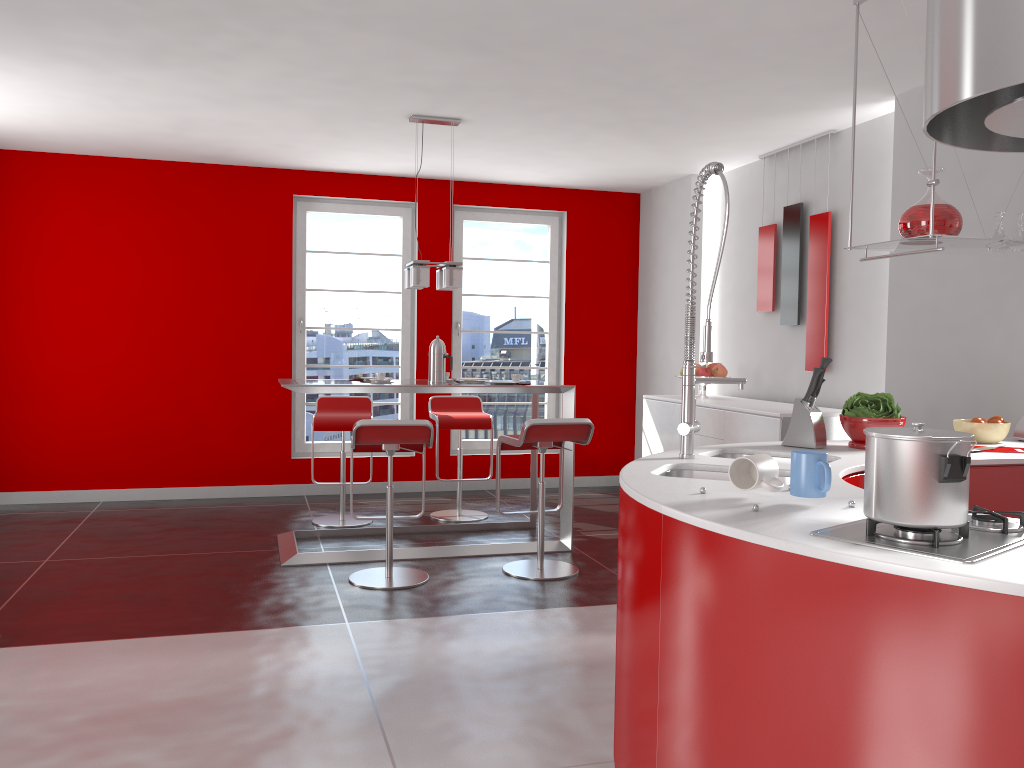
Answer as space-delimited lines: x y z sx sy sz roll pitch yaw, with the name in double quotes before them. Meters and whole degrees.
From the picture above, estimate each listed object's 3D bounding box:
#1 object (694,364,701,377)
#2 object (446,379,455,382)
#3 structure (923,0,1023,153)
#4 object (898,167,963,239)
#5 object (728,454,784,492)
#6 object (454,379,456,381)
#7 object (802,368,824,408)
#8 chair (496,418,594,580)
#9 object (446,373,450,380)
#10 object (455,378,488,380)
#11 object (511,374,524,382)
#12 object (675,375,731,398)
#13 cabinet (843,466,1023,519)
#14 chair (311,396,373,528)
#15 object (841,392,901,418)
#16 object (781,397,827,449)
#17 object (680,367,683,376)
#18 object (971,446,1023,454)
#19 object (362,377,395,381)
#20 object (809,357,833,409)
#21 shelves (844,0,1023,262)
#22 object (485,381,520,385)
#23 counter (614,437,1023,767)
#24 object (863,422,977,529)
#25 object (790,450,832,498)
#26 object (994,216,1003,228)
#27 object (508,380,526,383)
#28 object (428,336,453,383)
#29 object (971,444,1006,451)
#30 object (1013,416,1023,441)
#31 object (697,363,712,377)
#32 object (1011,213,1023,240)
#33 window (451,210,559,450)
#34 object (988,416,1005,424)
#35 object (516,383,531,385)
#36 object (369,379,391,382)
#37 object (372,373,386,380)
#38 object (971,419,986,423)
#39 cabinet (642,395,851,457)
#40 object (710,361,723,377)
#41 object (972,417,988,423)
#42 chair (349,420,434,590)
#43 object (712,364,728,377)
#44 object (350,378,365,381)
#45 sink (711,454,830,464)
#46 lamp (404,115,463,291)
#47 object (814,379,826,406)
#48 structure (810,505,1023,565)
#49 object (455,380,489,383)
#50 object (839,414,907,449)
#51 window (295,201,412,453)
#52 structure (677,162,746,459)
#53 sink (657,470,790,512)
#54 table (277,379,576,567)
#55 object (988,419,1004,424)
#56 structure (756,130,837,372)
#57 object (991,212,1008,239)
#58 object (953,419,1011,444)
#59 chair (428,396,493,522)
"object" 1.353 -0.097 6.501 0.096 0.105 0.117 1 3 13
"object" -0.426 -0.023 5.618 0.119 0.016 0.119 0 3 -19
"structure" 1.072 -0.940 1.512 0.644 0.958 0.644 3 3 40
"object" 1.519 -0.644 3.218 0.213 0.266 0.213 1 3 12
"object" 0.586 0.210 2.102 0.109 0.080 0.100 3 3 44
"object" -0.396 -0.027 5.751 0.095 0.012 0.234 0 3 -18
"object" 1.060 0.080 3.202 0.130 0.279 0.012 3 3 45
"chair" 0.170 0.599 4.841 0.418 0.857 0.460 0 3 -21
"object" -0.432 -0.048 5.620 0.078 0.049 0.062 2 3 24
"object" -0.262 -0.029 5.787 0.217 0.015 0.217 -1 3 -41
"object" 0.033 -0.036 5.526 0.078 0.049 0.062 0 3 -17
"object" 1.376 0.020 6.400 0.398 0.159 0.398 3 3 33
"cabinet" 1.572 0.671 2.682 1.025 0.761 1.875 2 3 29
"chair" -1.166 0.522 6.127 0.418 0.857 0.460 1 2 -9
"object" 1.308 0.122 3.238 0.198 0.182 0.193 0 3 -11
"object" 1.067 0.139 3.237 0.091 0.178 0.137 -1 3 -43
"object" 1.262 -0.086 6.385 0.100 0.086 0.083 3 3 33
"object" 1.753 0.239 3.238 0.266 0.006 0.168 1 3 10
"object" -0.852 -0.031 5.609 0.217 0.015 0.217 1 2 8
"object" 1.086 0.064 3.214 0.150 0.322 0.014 3 3 45
"shelves" 1.797 -0.971 3.303 0.934 1.023 0.462 0 3 -16
"object" -0.059 -0.005 5.306 0.217 0.015 0.217 2 3 20
"counter" 1.301 0.700 2.648 1.868 0.880 2.865 2 3 18
"object" 0.758 0.164 1.663 0.218 0.185 0.189 3 3 36
"object" 0.691 0.206 2.024 0.080 0.100 0.109 -1 3 -43
"object" 1.909 -0.587 3.486 0.060 0.141 0.060 -1 3 -39
"object" 0.025 -0.012 5.525 0.119 0.016 0.119 1 2 3
"object" -0.440 -0.153 5.439 0.149 0.287 0.113 1 2 -8
"object" 1.706 0.233 3.206 0.375 0.008 0.041 -1 3 -39
"object" 2.243 0.150 3.459 0.300 0.170 0.400 0 3 -16
"object" 1.362 -0.099 6.304 0.097 0.133 0.117 0 3 -27
"object" 1.955 -0.583 3.415 0.060 0.141 0.060 0 3 -16
"window" -0.056 -0.450 7.686 0.938 2.038 0.117 0 3 -16
"object" 1.923 0.156 3.526 0.055 0.058 0.066 -1 3 -31
"object" 0.075 -0.002 5.339 0.095 0.012 0.234 0 3 -16
"object" -0.800 -0.020 5.401 0.119 0.016 0.119 -1 3 -36
"object" -0.808 -0.044 5.401 0.078 0.049 0.062 1 2 6
"object" 1.825 0.161 3.474 0.066 0.049 0.062 1 2 -8
"cabinet" 1.525 0.564 5.903 0.610 0.880 1.802 0 3 -16
"object" 1.466 -0.106 6.457 0.117 0.129 0.150 2 3 31
"object" 1.862 0.160 3.527 0.065 0.052 0.062 -1 3 -32
"chair" -0.634 0.595 4.613 0.418 0.857 0.460 0 3 -11
"object" 1.490 -0.092 6.332 0.121 0.101 0.097 -1 3 -38
"object" -0.985 -0.029 5.573 0.095 0.012 0.234 0 3 -18
"sink" 0.855 0.345 2.957 0.428 0.172 0.326 3 3 35
"lamp" -0.476 -1.097 5.408 0.304 1.025 0.304 0 3 -16
"object" 1.099 0.077 3.239 0.091 0.197 0.009 3 3 45
"structure" 0.833 0.272 1.731 0.457 0.037 0.303 -1 3 -41
"object" -0.248 -0.016 5.488 0.217 0.015 0.217 2 3 21
"object" 1.317 0.175 3.244 0.228 0.118 0.229 3 3 45
"window" -1.304 -0.455 7.323 0.938 2.038 0.117 0 3 -16
"structure" 0.624 -0.219 2.797 0.178 0.920 0.308 2 3 27
"sink" 0.620 0.359 2.531 0.428 0.172 0.326 2 3 23
"table" -0.554 0.488 5.462 1.700 1.000 0.800 0 3 -16
"object" 1.892 0.163 3.473 0.066 0.049 0.062 0 3 -19
"structure" 1.867 -0.844 5.917 0.040 1.503 0.820 0 3 -16
"object" 1.860 -0.583 3.385 0.060 0.141 0.060 0 3 -16
"object" 1.857 0.191 3.509 0.201 0.086 0.201 0 3 -15
"chair" -0.378 0.524 6.377 0.418 0.857 0.460 0 3 -14
